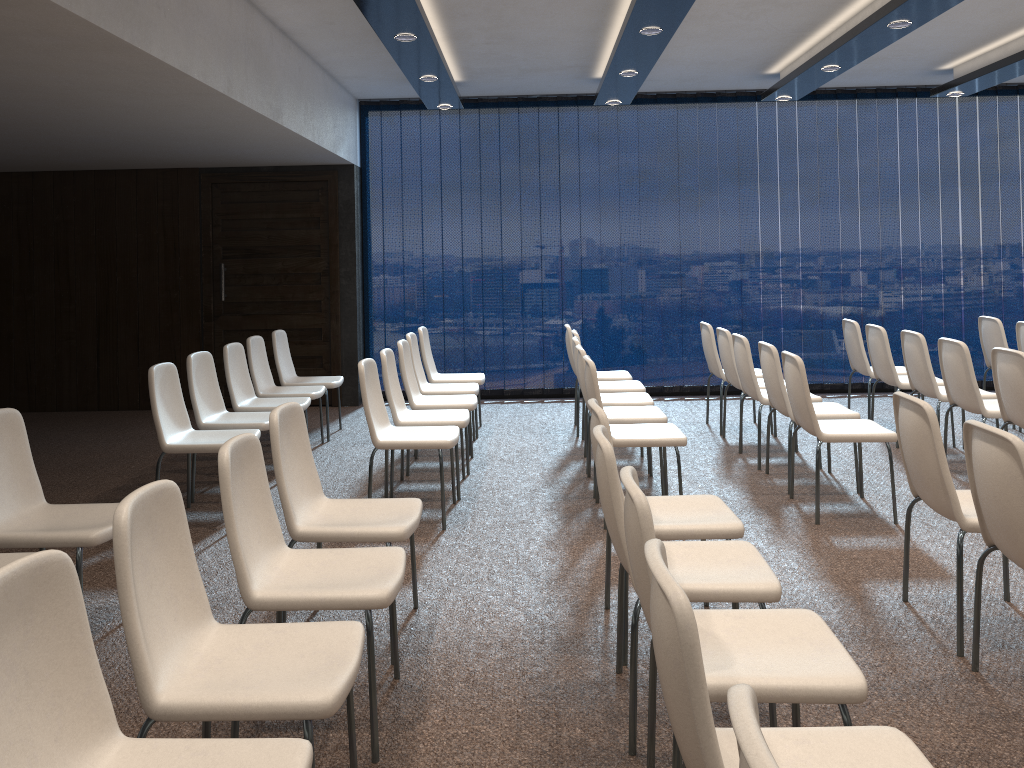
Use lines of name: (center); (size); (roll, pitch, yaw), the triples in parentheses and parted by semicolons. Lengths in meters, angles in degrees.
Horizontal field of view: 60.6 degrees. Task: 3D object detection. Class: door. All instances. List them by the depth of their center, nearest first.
door: (-2.448, -0.966, 8.969); (1.400, 2.405, 0.269); (-1, -1, 1)

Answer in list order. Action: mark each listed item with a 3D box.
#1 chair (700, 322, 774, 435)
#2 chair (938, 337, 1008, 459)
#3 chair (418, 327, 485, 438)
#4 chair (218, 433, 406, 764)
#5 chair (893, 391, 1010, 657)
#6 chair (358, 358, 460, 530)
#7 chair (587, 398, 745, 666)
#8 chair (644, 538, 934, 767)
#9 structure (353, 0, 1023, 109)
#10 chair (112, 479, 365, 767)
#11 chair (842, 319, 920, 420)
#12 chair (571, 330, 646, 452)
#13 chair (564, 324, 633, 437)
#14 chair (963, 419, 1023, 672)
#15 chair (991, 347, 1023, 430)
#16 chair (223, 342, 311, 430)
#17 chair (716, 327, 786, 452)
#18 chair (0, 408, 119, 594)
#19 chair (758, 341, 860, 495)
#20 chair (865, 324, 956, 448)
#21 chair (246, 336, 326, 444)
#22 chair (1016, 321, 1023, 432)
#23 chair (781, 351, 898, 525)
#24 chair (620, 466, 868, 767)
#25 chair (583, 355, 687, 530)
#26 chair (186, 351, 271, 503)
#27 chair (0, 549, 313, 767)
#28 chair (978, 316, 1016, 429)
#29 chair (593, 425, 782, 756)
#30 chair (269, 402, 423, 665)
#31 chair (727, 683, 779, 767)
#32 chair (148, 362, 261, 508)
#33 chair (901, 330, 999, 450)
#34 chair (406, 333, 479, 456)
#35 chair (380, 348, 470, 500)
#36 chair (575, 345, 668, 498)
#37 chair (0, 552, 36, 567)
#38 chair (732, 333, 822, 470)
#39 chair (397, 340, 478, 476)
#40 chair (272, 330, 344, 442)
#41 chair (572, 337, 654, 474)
chair: (1.878, -0.076, 7.350); (0.558, 0.899, 0.533); (-1, 2, 1)
chair: (3.039, 0.155, 5.547); (0.558, 0.899, 0.533); (-1, 2, 2)
chair: (-0.508, -0.039, 7.441); (0.558, 0.899, 0.533); (-1, 2, 2)
chair: (-0.627, 0.618, 2.813); (0.558, 0.899, 0.533); (-1, 2, 0)
chair: (1.806, 0.486, 3.391); (0.558, 0.899, 0.533); (-1, 2, 4)
chair: (-0.583, 0.305, 5.019); (0.558, 0.899, 0.533); (-1, 2, 3)
chair: (0.583, 0.512, 3.390); (0.558, 0.899, 0.533); (-1, 2, 0)
chair: (0.537, 0.764, 1.613); (0.558, 0.899, 0.533); (-1, 2, 2)
structure: (5.664, -2.310, 4.292); (13.140, 0.229, 8.140); (-1, 8, 1)
chair: (-0.663, 0.707, 2.193); (0.558, 0.899, 0.533); (-1, 2, 0)
chair: (3.085, -0.098, 7.332); (0.558, 0.899, 0.533); (-1, 2, 3)
chair: (0.745, 0.029, 6.773); (0.558, 0.899, 0.533); (-1, 2, 2)
chair: (0.730, -0.059, 7.397); (0.558, 0.899, 0.533); (-1, 2, 3)
chair: (1.778, 0.574, 2.777); (0.558, 0.899, 0.533); (-1, 2, 2)
chair: (3.052, 0.242, 4.932); (0.558, 0.899, 0.533); (-1, 2, 0)
chair: (-1.746, 0.153, 6.261); (0.558, 0.899, 0.533); (-1, 2, 2)
chair: (1.874, 0.012, 6.732); (0.558, 0.899, 0.533); (-1, 2, 0)
chair: (-1.796, 0.552, 3.452); (0.558, 0.899, 0.533); (-1, 2, 0)
chair: (1.871, 0.178, 5.560); (0.558, 0.899, 0.533); (-1, 2, 2)
chair: (3.051, -0.015, 6.749); (0.558, 0.899, 0.533); (-1, 2, 2)
chair: (-1.763, 0.070, 6.850); (0.558, 0.899, 0.533); (-1, 2, 1)
chair: (4.227, -0.036, 6.725); (0.558, 0.899, 0.533); (-1, 2, 0)
chair: (1.837, 0.263, 4.960); (0.558, 0.899, 0.533); (-1, 2, 3)
chair: (0.565, 0.677, 2.225); (0.558, 0.899, 0.533); (-1, 2, 3)
chair: (0.690, 0.288, 4.955); (0.558, 0.899, 0.533); (-1, 2, 1)
chair: (-1.774, 0.240, 5.654); (0.558, 0.899, 0.533); (-1, 2, 3)
chair: (-0.680, 0.789, 1.617); (0.558, 0.899, 0.533); (-1, 2, 3)
chair: (4.255, -0.123, 7.340); (0.558, 0.899, 0.533); (-1, 2, 3)
chair: (0.549, 0.594, 2.815); (0.558, 0.899, 0.533); (-1, 2, 3)
chair: (-0.642, 0.529, 3.444); (0.558, 0.899, 0.533); (-1, 2, 3)
chair: (0.550, 0.850, 1.003); (0.558, 0.899, 0.533); (-1, 2, 3)
chair: (-1.762, 0.327, 5.036); (0.558, 0.899, 0.533); (-1, 2, 0)
chair: (3.067, 0.068, 6.159); (0.558, 0.899, 0.533); (-1, 2, 3)
chair: (-0.535, 0.048, 6.830); (0.558, 0.899, 0.533); (-1, 2, 1)
chair: (-0.549, 0.223, 5.596); (0.558, 0.899, 0.533); (-1, 2, 1)
chair: (0.692, 0.201, 5.568); (0.558, 0.899, 0.533); (-1, 2, 1)
chair: (-1.800, 0.639, 2.835); (0.558, 0.899, 0.533); (-1, 2, 0)
chair: (1.856, 0.091, 6.178); (0.558, 0.899, 0.533); (-1, 2, 1)
chair: (-0.523, 0.134, 6.217); (0.558, 0.899, 0.533); (-1, 2, 1)
chair: (-1.728, -0.012, 7.430); (0.558, 0.899, 0.533); (-1, 2, 0)
chair: (0.709, 0.118, 6.155); (0.558, 0.899, 0.533); (-1, 2, 3)
